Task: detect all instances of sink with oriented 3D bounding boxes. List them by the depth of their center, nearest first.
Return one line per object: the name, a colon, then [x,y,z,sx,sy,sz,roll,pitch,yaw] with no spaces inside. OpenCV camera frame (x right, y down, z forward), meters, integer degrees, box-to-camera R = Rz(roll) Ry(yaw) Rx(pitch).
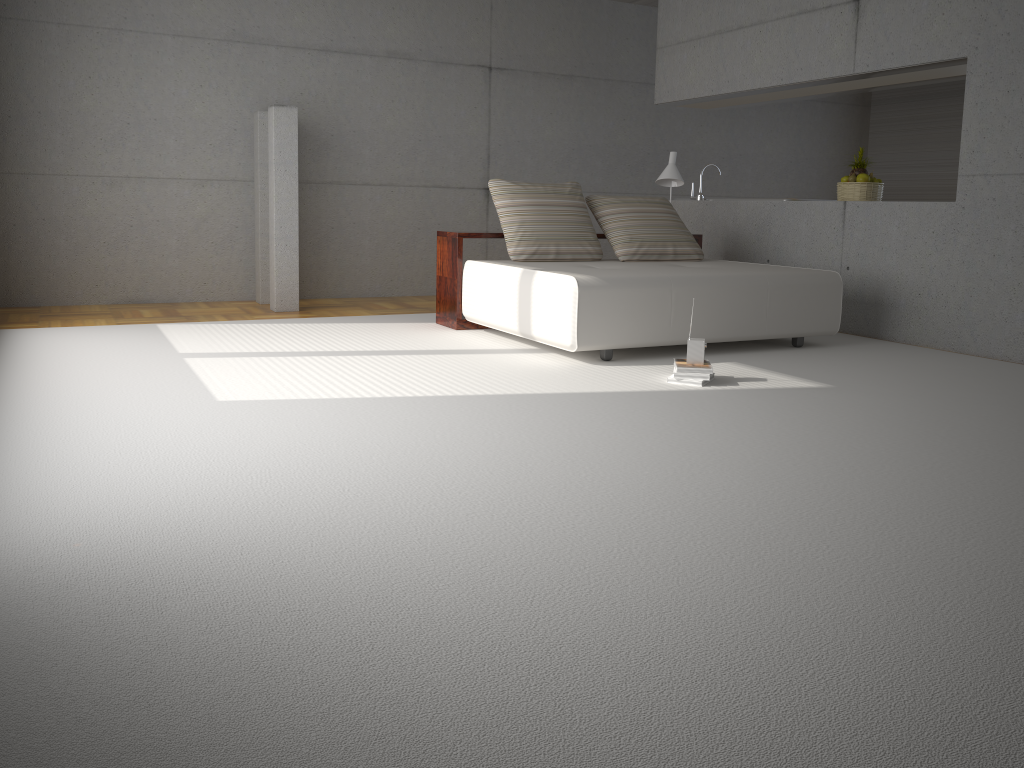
sink: [2.217,-1.802,8.331,0.767,0.534,1.720,-4,12,-27]

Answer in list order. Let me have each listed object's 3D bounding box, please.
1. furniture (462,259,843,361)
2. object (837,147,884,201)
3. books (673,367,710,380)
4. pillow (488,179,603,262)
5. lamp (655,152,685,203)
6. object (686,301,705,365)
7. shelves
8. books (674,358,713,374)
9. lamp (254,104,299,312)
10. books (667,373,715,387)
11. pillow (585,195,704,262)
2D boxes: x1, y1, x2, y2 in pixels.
furniture: [0.948,-0.582,6.281,2.172,0.517,1.629,-4,12,-27]
object: [2.813,-1.693,7.142,0.370,0.437,0.335,-6,12,-41]
books: [0.969,-0.065,4.766,0.189,0.032,0.267,4,12,12]
pillow: [0.267,-1.225,6.632,0.802,0.604,0.495,-4,10,-28]
lamp: [1.367,-1.634,7.535,0.246,0.693,0.325,8,10,43]
object: [0.981,-0.283,4.698,0.090,0.363,0.187,3,8,13]
shelves: [0.508,-0.865,7.153,2.254,0.708,0.404,-4,10,-27]
books: [0.975,-0.097,4.767,0.189,0.032,0.268,3,11,7]
lamp: [-2.035,-1.506,7.615,0.200,1.675,0.805,-2,9,-27]
books: [0.968,-0.033,4.770,0.189,0.032,0.267,7,13,26]
pillow: [1.050,-1.227,6.983,0.808,0.512,0.583,-4,11,-26]
